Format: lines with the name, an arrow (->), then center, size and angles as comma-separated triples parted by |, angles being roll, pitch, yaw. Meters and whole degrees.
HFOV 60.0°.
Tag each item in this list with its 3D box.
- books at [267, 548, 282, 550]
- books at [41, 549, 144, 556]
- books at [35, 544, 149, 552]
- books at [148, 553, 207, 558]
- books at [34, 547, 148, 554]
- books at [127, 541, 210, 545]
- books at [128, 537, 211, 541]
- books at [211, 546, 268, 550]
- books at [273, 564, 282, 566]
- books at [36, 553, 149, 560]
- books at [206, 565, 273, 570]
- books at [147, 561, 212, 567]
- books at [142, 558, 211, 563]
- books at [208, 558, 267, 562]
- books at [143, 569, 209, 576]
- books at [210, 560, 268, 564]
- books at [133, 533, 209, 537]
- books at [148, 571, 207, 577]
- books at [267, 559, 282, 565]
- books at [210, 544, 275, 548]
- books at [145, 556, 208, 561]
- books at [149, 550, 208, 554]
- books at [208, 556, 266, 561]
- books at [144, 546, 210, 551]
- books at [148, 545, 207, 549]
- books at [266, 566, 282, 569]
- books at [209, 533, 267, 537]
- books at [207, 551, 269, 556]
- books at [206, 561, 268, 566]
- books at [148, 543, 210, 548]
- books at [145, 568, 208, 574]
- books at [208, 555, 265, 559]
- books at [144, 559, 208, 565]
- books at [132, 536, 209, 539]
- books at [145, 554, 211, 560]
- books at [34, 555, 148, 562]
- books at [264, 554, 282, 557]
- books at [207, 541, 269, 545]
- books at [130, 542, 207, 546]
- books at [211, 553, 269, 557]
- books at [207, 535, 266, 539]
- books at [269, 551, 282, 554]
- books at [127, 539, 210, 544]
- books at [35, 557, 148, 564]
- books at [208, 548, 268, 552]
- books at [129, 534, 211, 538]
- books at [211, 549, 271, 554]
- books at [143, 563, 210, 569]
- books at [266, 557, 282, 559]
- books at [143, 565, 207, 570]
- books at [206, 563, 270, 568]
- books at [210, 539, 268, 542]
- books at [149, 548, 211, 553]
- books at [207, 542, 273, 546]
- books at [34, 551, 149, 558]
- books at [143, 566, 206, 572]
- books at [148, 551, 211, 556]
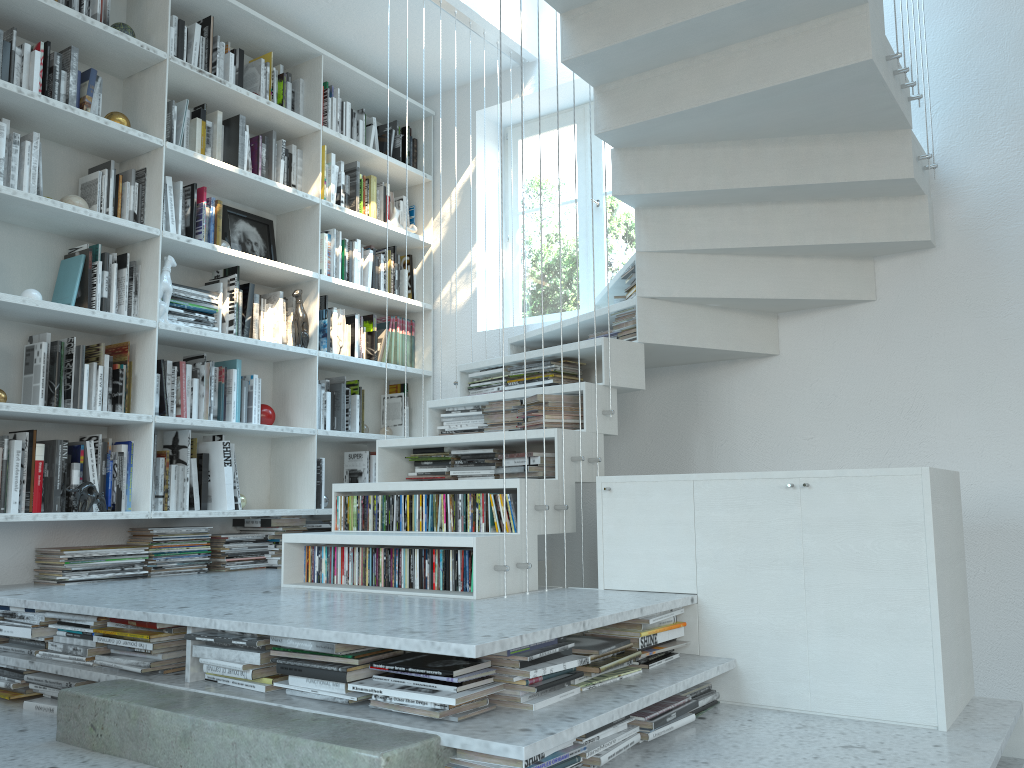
books -> -1.096, 0.748, 4.051 | 0.292, 0.008, 0.158 | -6, -10, 37
books -> -1.602, 0.641, 3.389 | 0.195, 0.008, 0.308 | -6, -9, 36
books -> -1.602, 0.626, 3.391 | 0.193, 0.007, 0.346 | -6, -9, 36
books -> -1.415, 0.705, 3.659 | 0.161, 0.007, 0.254 | -6, -9, 35
books -> -1.602, 0.634, 3.390 | 0.193, 0.007, 0.346 | -5, -9, 32
books -> -1.418, 0.655, 3.663 | 0.159, 0.005, 0.285 | -6, -9, 35
books -> -1.412, 0.638, 3.661 | 0.159, 0.005, 0.285 | -5, -9, 30
books -> -1.202, 0.728, 3.962 | 0.207, 0.008, 0.328 | -5, -9, 31
books -> -1.089, 0.822, 4.052 | 0.292, 0.008, 0.132 | -5, -9, 30
books -> -1.595, 0.655, 3.383 | 0.193, 0.007, 0.346 | -5, -9, 29
books -> -1.199, 0.810, 3.951 | 0.207, 0.008, 0.328 | -5, -9, 30
books -> -1.407, 0.738, 3.650 | 0.159, 0.007, 0.285 | -7, -10, 39
books -> -1.413, 0.725, 3.656 | 0.159, 0.007, 0.285 | -6, -9, 36
books -> -1.206, 0.780, 3.959 | 0.207, 0.008, 0.328 | -6, -9, 33
books -> -1.418, 0.773, 3.651 | 0.159, 0.007, 0.285 | -6, -9, 34
books -> -1.208, 0.788, 3.960 | 0.207, 0.008, 0.328 | -6, -9, 34
books -> -1.409, 0.622, 3.665 | 0.161, 0.005, 0.254 | -5, -9, 29
books -> -1.412, 0.779, 3.646 | 0.161, 0.007, 0.254 | -6, -10, 37
books -> -1.093, 0.805, 4.048 | 0.244, 0.025, 0.161 | -6, -9, 33
books -> -1.204, 0.720, 3.964 | 0.207, 0.008, 0.328 | -6, -9, 36
books -> -1.410, 0.718, 3.654 | 0.161, 0.007, 0.254 | -5, -9, 30
books -> -1.415, 0.691, 3.661 | 0.161, 0.007, 0.254 | -6, -9, 35
books -> -1.201, 0.772, 3.957 | 0.206, 0.007, 0.368 | -5, -9, 31
books -> -1.418, 0.678, 3.664 | 0.159, 0.007, 0.285 | -6, -9, 34
books -> -1.419, 0.671, 3.662 | 0.161, 0.005, 0.254 | -6, -9, 34
books -> -1.095, 0.830, 4.042 | 0.279, 0.012, 0.159 | -6, -10, 37
books -> -1.205, 0.674, 3.970 | 0.206, 0.007, 0.368 | -6, -9, 36
books -> -1.207, 0.751, 3.963 | 0.206, 0.007, 0.368 | -6, -9, 35
books -> -1.206, 0.796, 3.958 | 0.206, 0.007, 0.368 | -6, -9, 35
books -> -1.415, 0.666, 3.661 | 0.159, 0.005, 0.285 | -5, -9, 32
books -> -1.410, 0.766, 3.647 | 0.161, 0.007, 0.254 | -7, -10, 38
books -> -1.204, 0.765, 3.959 | 0.207, 0.008, 0.328 | -6, -9, 36
books -> -1.409, 0.732, 3.653 | 0.161, 0.007, 0.254 | -5, -9, 30
books -> -1.410, 0.633, 3.664 | 0.161, 0.005, 0.254 | -7, -10, 38
books -> -1.409, 0.711, 3.655 | 0.159, 0.007, 0.285 | -5, -9, 30
books -> -1.602, 0.663, 3.387 | 0.193, 0.007, 0.346 | -6, -9, 36
books -> -1.100, 0.777, 4.042 | 0.206, 0.012, 0.183 | -6, -9, 33
books -> -1.198, 0.704, 3.962 | 0.207, 0.008, 0.328 | -7, -10, 39
books -> -1.417, 0.660, 3.662 | 0.161, 0.005, 0.254 | -6, -9, 33
books -> -1.204, 0.758, 3.960 | 0.207, 0.008, 0.328 | -5, -9, 32
books -> -1.197, 0.681, 3.964 | 0.206, 0.007, 0.368 | -5, -9, 29
books -> -1.092, 0.766, 4.055 | 0.209, 0.013, 0.149 | -6, -10, 37
books -> -1.418, 0.650, 3.664 | 0.159, 0.005, 0.285 | -6, -9, 33
books -> -1.599, 0.670, 3.384 | 0.193, 0.007, 0.346 | -5, -9, 31
books -> -1.202, 0.735, 3.961 | 0.206, 0.007, 0.368 | -6, -10, 37
books -> -1.412, 0.628, 3.666 | 0.159, 0.005, 0.285 | -5, -9, 31
books -> -1.207, 0.743, 3.963 | 0.207, 0.008, 0.328 | -6, -9, 35
books -> -1.410, 0.745, 3.649 | 0.159, 0.007, 0.285 | -5, -9, 30
books -> -1.100, 0.787, 4.041 | 0.281, 0.008, 0.168 | -5, -9, 30
books -> -1.416, 0.752, 3.652 | 0.161, 0.007, 0.254 | -6, -9, 35
books -> -1.201, 0.803, 3.953 | 0.207, 0.008, 0.328 | -6, -10, 37
books -> -1.205, 0.697, 3.967 | 0.207, 0.008, 0.328 | -6, -9, 36
books -> -1.416, 0.685, 3.662 | 0.159, 0.007, 0.285 | -6, -9, 35
books -> -1.207, 0.713, 3.967 | 0.206, 0.007, 0.368 | -6, -9, 33
books -> -1.602, 0.649, 3.388 | 0.193, 0.007, 0.346 | -6, -9, 36
books -> -1.417, 0.759, 3.653 | 0.161, 0.007, 0.254 | -6, -9, 34
books -> -1.408, 0.697, 3.655 | 0.159, 0.007, 0.285 | -5, -9, 29
